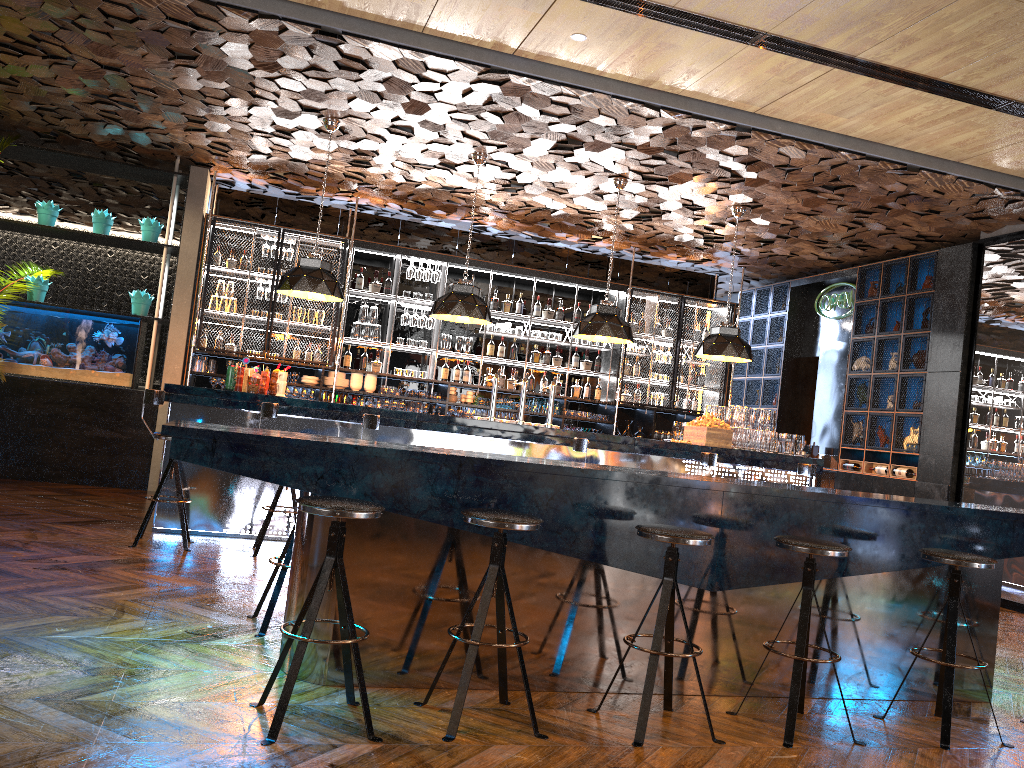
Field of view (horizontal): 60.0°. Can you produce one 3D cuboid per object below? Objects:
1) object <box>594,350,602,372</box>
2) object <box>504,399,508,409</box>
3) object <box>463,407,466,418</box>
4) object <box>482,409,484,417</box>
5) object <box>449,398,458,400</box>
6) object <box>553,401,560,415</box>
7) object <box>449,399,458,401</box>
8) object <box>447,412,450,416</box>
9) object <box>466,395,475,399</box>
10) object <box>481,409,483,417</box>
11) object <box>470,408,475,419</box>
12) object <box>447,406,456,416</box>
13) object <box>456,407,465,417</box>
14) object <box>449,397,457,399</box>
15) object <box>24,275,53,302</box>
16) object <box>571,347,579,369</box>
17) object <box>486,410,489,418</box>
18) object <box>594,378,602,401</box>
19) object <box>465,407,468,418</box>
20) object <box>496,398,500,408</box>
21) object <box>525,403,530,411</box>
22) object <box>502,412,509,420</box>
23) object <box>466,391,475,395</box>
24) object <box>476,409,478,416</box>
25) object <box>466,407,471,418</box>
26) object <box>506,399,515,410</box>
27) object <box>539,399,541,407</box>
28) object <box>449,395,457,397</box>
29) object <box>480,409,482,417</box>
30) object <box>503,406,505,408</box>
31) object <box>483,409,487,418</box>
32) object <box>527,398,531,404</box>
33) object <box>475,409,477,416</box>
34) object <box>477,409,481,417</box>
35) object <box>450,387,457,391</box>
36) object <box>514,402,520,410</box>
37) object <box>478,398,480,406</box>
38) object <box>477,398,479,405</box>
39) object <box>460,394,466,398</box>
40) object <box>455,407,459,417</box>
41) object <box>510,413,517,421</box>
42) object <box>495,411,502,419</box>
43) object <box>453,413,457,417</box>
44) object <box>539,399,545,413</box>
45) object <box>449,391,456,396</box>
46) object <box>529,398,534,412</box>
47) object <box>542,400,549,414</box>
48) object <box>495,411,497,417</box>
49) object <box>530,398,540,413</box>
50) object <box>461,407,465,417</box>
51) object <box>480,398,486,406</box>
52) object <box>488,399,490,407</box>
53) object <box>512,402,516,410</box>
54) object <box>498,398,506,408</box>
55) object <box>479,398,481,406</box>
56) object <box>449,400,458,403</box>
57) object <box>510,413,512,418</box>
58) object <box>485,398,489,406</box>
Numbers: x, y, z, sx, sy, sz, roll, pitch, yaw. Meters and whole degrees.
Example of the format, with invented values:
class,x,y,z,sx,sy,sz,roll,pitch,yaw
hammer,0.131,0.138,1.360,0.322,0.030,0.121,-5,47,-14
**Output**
class,x,y,z,sx,sy,sz,roll,pitch,yaw
object,1.111,-0.291,11.424,0.086,0.299,0.086,5,-3,32
object,-0.055,0.248,10.992,0.108,0.126,0.108,8,-3,-22
object,-0.573,0.401,10.869,0.058,0.234,0.058,9,-3,-42
object,-0.350,0.426,10.830,0.049,0.231,0.049,7,-3,-13
object,-0.726,0.190,10.728,0.149,0.023,0.149,8,-3,-32
object,0.555,0.296,10.998,0.101,0.172,0.115,6,-3,13
object,-0.727,0.202,10.728,0.149,0.023,0.149,4,-3,42
object,-0.767,0.378,10.786,0.108,0.227,0.108,9,-3,-37
object,-0.514,0.169,10.780,0.094,0.069,0.106,5,-3,25
object,-0.365,0.428,10.894,0.049,0.231,0.049,7,-3,-9
object,-0.477,0.406,10.743,0.058,0.234,0.058,7,-3,-13
object,-0.737,0.376,10.671,0.108,0.227,0.108,8,-3,-25
object,-0.628,0.390,10.705,0.108,0.227,0.108,4,-4,44
object,-0.725,0.178,10.728,0.149,0.024,0.149,7,-3,-17
object,-5.082,-1.021,9.469,0.245,0.325,0.265,5,-3,37
object,0.815,-0.328,11.339,0.086,0.298,0.086,5,-3,32
object,-0.321,0.440,11.033,0.091,0.229,0.091,6,-3,19
object,1.112,0.077,11.417,0.080,0.299,0.080,7,-3,-14
object,-0.551,0.400,10.800,0.058,0.234,0.058,6,-3,6
object,-0.163,0.235,10.965,0.100,0.125,0.100,5,-3,31
object,0.175,0.286,10.908,0.098,0.097,0.098,6,-3,17
object,-0.077,0.461,10.869,0.091,0.229,0.091,6,-3,11
object,-0.508,0.124,10.771,0.094,0.068,0.106,7,-3,-17
object,-0.423,0.417,10.809,0.049,0.231,0.049,7,-3,-8
object,-0.529,0.399,10.718,0.058,0.234,0.058,5,-3,26
object,-0.023,0.247,10.881,0.108,0.126,0.108,6,-3,18
object,0.353,0.282,11.188,0.101,0.172,0.115,7,-3,-12
object,-0.723,0.147,10.729,0.149,0.026,0.148,7,-3,-10
object,-0.391,0.427,10.947,0.049,0.231,0.049,7,-3,-14
object,-0.092,0.249,11.110,0.108,0.126,0.108,4,-4,45
object,-0.334,0.425,10.767,0.049,0.231,0.049,8,-3,-21
object,0.224,0.265,11.154,0.115,0.172,0.101,8,-3,-32
object,-0.434,0.418,10.870,0.049,0.231,0.049,6,-3,20
object,-0.405,0.416,10.745,0.049,0.231,0.049,7,-3,-5
object,-0.720,0.071,10.729,0.094,0.069,0.106,7,-3,-11
object,0.075,0.273,10.884,0.098,0.097,0.098,9,-3,-37
object,-0.381,0.221,10.906,0.058,0.099,0.067,7,-3,-14
object,-0.402,0.221,10.971,0.058,0.099,0.067,5,-3,34
object,-0.584,0.165,10.850,0.094,0.069,0.105,9,-3,-39
object,-0.659,0.392,10.819,0.108,0.227,0.108,5,-3,38
object,0.015,0.473,10.895,0.091,0.229,0.091,9,-4,-44
object,-0.164,0.450,10.844,0.091,0.229,0.091,5,-3,31
object,-0.695,0.393,10.935,0.108,0.227,0.108,6,-3,19
object,0.390,0.281,11.074,0.101,0.172,0.115,6,-3,13
object,-0.715,0.116,10.730,0.107,0.070,0.094,6,-3,14
object,0.253,0.263,11.034,0.115,0.172,0.101,7,-3,-7
object,0.431,0.280,10.952,0.115,0.172,0.101,8,-3,-32
object,-0.233,0.452,11.060,0.091,0.229,0.091,5,-3,35
object,0.293,0.262,10.921,0.115,0.172,0.101,6,-3,13
object,-0.597,0.402,10.950,0.058,0.234,0.058,7,-3,-14
object,-0.352,0.217,10.742,0.058,0.099,0.067,5,-3,29
object,-0.299,0.230,10.908,0.058,0.099,0.067,7,-3,-4
object,0.047,0.275,10.982,0.098,0.097,0.098,6,-3,21
object,-0.128,0.234,10.847,0.100,0.125,0.100,6,-3,22
object,-0.374,0.217,10.807,0.058,0.099,0.067,4,-4,43
object,-0.729,0.212,10.727,0.149,0.022,0.149,4,-3,42
object,-0.046,0.476,11.118,0.091,0.229,0.091,7,-3,-19
object,-0.306,0.225,10.797,0.067,0.099,0.058,6,-3,19
